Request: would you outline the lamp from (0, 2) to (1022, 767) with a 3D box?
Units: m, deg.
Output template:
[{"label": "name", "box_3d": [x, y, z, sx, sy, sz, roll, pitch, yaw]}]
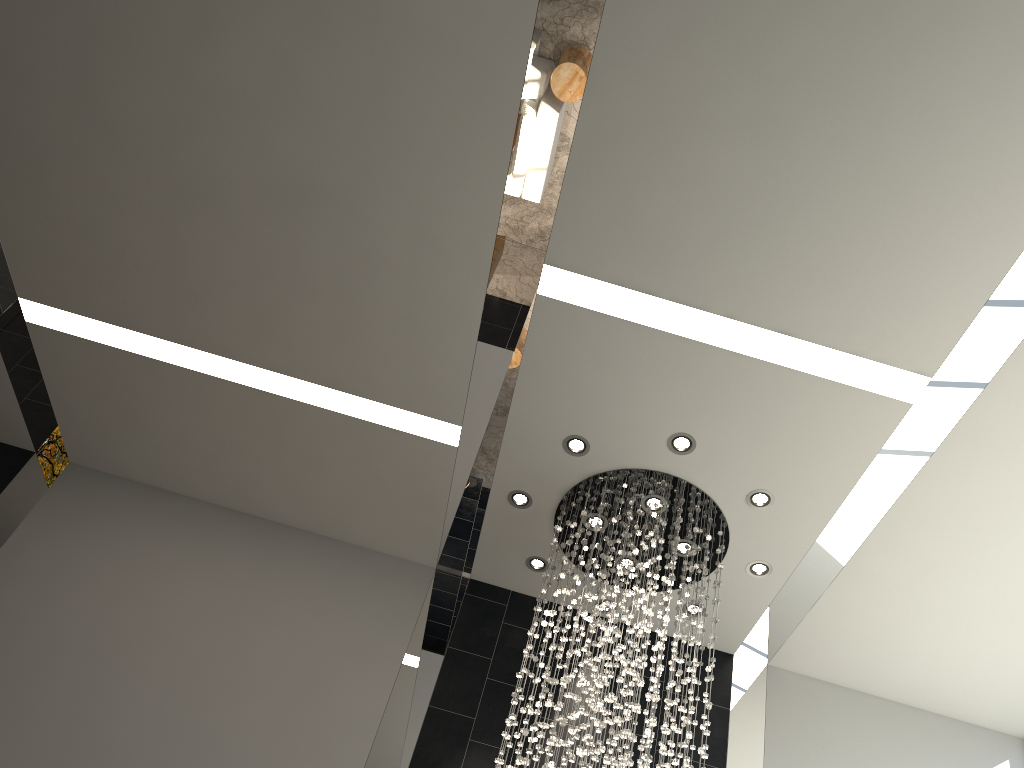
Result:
[{"label": "lamp", "box_3d": [3.985, -27.568, 30.366, 400.118, 102.126, 446.586, -3, -49, 18]}]
